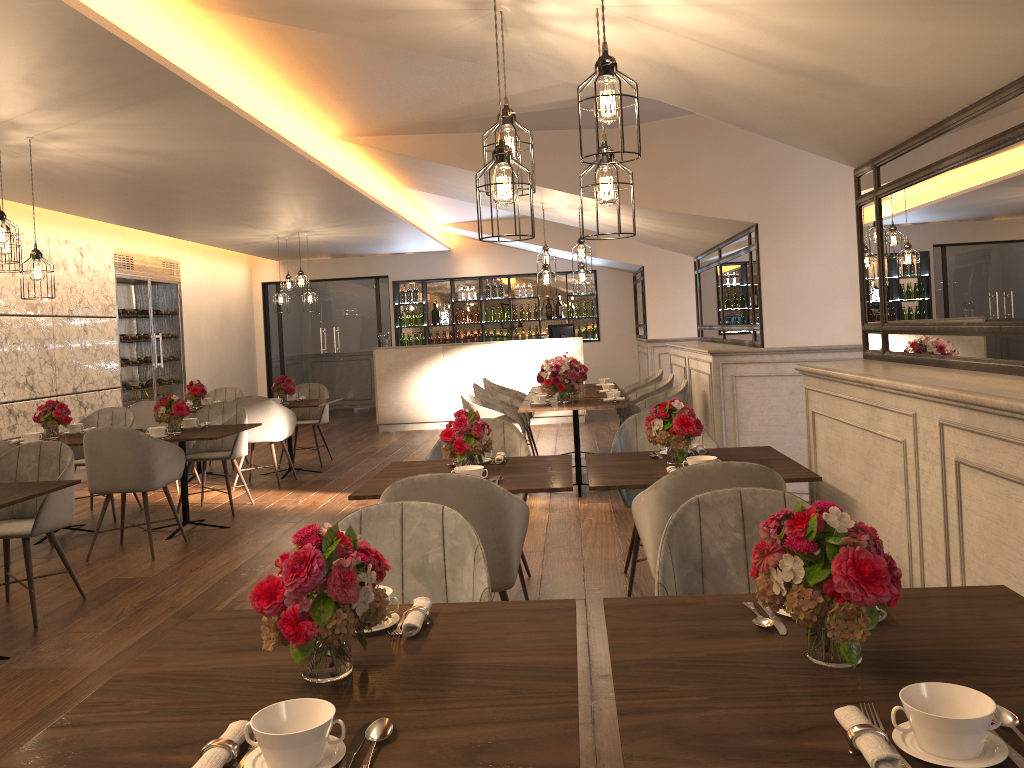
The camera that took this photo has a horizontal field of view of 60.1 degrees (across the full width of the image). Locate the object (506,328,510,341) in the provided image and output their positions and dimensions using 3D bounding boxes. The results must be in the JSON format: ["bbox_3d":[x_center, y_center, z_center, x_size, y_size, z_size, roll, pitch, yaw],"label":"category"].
[{"bbox_3d":[-0.064,-0.783,14.319,0.065,0.261,0.066,-3,0,-18],"label":"object"}]

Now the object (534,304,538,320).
[{"bbox_3d":[0.380,-1.167,14.288,0.065,0.261,0.066,-3,0,-18],"label":"object"}]

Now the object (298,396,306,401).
[{"bbox_3d":[-2.214,0.155,9.313,0.056,0.039,0.176,-3,3,4],"label":"object"}]

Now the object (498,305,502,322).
[{"bbox_3d":[-0.193,-1.141,14.325,0.065,0.263,0.066,-3,0,-18],"label":"object"}]

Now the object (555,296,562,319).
[{"bbox_3d":[0.748,-1.233,14.238,0.104,0.359,0.104,-3,0,31],"label":"object"}]

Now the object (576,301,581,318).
[{"bbox_3d":[1.069,-1.200,14.243,0.065,0.261,0.066,-3,0,-18],"label":"object"}]

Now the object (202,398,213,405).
[{"bbox_3d":[-3.244,0.187,9.379,0.148,0.072,0.148,-2,3,26],"label":"object"}]

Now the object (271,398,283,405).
[{"bbox_3d":[-2.332,0.181,8.710,0.148,0.072,0.148,-6,4,-44],"label":"object"}]

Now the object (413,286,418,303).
[{"bbox_3d":[-1.574,-1.467,14.380,0.075,0.310,0.075,-3,0,-39],"label":"object"}]

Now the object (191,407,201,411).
[{"bbox_3d":[-3.139,0.247,8.782,0.043,0.015,0.197,-3,4,8],"label":"object"}]

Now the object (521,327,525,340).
[{"bbox_3d":[0.179,-0.794,14.303,0.065,0.261,0.066,-3,0,-18],"label":"object"}]

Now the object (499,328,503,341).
[{"bbox_3d":[-0.175,-0.777,14.326,0.065,0.261,0.066,-3,0,-18],"label":"object"}]

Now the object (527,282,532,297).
[{"bbox_3d":[0.285,-1.518,14.261,0.070,0.235,0.041,-3,0,3],"label":"object"}]

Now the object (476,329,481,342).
[{"bbox_3d":[-0.545,-0.760,14.350,0.065,0.261,0.066,-3,0,-18],"label":"object"}]

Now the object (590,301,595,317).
[{"bbox_3d":[1.289,-1.211,14.229,0.065,0.261,0.066,-3,0,-18],"label":"object"}]

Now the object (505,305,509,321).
[{"bbox_3d":[-0.083,-1.146,14.318,0.065,0.263,0.066,-3,0,-18],"label":"object"}]

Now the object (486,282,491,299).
[{"bbox_3d":[-0.389,-1.524,14.303,0.075,0.310,0.075,-3,0,36],"label":"object"}]

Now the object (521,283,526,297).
[{"bbox_3d":[0.185,-1.514,14.267,0.070,0.235,0.041,-3,0,3],"label":"object"}]

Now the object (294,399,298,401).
[{"bbox_3d":[-2.249,0.164,9.306,0.025,0.024,0.193,-3,3,4],"label":"object"}]

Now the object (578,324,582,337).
[{"bbox_3d":[1.088,-0.838,14.244,0.065,0.261,0.066,-3,0,-18],"label":"object"}]

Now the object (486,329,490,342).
[{"bbox_3d":[-0.395,-0.767,14.340,0.065,0.261,0.066,-3,0,-18],"label":"object"}]

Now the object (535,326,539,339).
[{"bbox_3d":[0.399,-0.805,14.289,0.065,0.261,0.066,-3,0,-18],"label":"object"}]

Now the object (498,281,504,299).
[{"bbox_3d":[-0.181,-1.534,14.290,0.075,0.310,0.075,-3,0,15],"label":"object"}]

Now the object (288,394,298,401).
[{"bbox_3d":[-2.328,0.143,9.320,0.148,0.072,0.148,-2,3,26],"label":"object"}]

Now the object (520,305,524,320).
[{"bbox_3d":[0.160,-1.157,14.302,0.065,0.261,0.066,-3,0,-18],"label":"object"}]

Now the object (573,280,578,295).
[{"bbox_3d":[1.014,-1.554,14.214,0.070,0.235,0.041,-3,0,3],"label":"object"}]

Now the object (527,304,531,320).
[{"bbox_3d":[0.270,-1.162,14.295,0.065,0.261,0.066,-3,0,-18],"label":"object"}]

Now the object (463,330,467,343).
[{"bbox_3d":[-0.766,-0.749,14.364,0.065,0.261,0.066,-3,0,-18],"label":"object"}]

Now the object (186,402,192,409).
[{"bbox_3d":[-3.247,0.225,8.769,0.148,0.072,0.148,-6,4,-44],"label":"object"}]

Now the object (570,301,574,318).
[{"bbox_3d":[0.959,-1.196,14.250,0.065,0.263,0.066,-3,0,-18],"label":"object"}]

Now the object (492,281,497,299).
[{"bbox_3d":[-0.285,-1.529,14.297,0.075,0.310,0.075,-3,0,15],"label":"object"}]

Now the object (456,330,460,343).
[{"bbox_3d":[-0.876,-0.744,14.371,0.065,0.261,0.066,-3,0,-18],"label":"object"}]

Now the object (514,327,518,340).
[{"bbox_3d":[0.068,-0.789,14.310,0.065,0.261,0.066,-3,0,-18],"label":"object"}]

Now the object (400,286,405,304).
[{"bbox_3d":[-1.782,-1.457,14.393,0.075,0.310,0.075,-3,0,29],"label":"object"}]

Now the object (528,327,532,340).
[{"bbox_3d":[0.289,-0.800,14.296,0.065,0.261,0.066,-3,0,-18],"label":"object"}]

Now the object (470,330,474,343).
[{"bbox_3d":[-0.656,-0.754,14.357,0.065,0.261,0.066,-3,0,-18],"label":"object"}]

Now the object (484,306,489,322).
[{"bbox_3d":[-0.414,-1.129,14.339,0.065,0.261,0.066,-3,0,-18],"label":"object"}]

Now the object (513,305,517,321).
[{"bbox_3d":[0.050,-1.151,14.309,0.065,0.261,0.066,-3,0,-18],"label":"object"}]

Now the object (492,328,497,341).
[{"bbox_3d":[-0.285,-0.772,14.333,0.065,0.261,0.066,-3,0,-18],"label":"object"}]

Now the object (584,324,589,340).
[{"bbox_3d":[1.198,-0.843,14.237,0.065,0.261,0.066,-3,0,-18],"label":"object"}]

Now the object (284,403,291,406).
[{"bbox_3d":[-2.216,0.203,8.722,0.043,0.015,0.197,-3,3,0],"label":"object"}]

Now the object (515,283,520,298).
[{"bbox_3d":[0.084,-1.509,14.274,0.070,0.235,0.041,-3,0,3],"label":"object"}]

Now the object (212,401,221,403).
[{"bbox_3d":[-3.130,0.199,9.372,0.056,0.039,0.176,-3,3,4],"label":"object"}]

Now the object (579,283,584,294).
[{"bbox_3d":[1.114,-1.558,14.207,0.070,0.235,0.041,-3,0,3],"label":"object"}]

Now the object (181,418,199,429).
[{"bbox_3d":[-2.489,0.304,6.827,0.148,0.072,0.148,-6,4,-44],"label":"object"}]

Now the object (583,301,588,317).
[{"bbox_3d":[1.179,-1.206,14.236,0.065,0.261,0.066,-3,0,-18],"label":"object"}]

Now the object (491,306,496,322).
[{"bbox_3d":[-0.304,-1.135,14.332,0.065,0.263,0.066,-3,0,-18],"label":"object"}]

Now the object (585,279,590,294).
[{"bbox_3d":[1.214,-1.563,14.201,0.070,0.235,0.041,-3,0,3],"label":"object"}]

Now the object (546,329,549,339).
[{"bbox_3d":[0.586,-0.785,14.277,0.065,0.208,0.065,-3,1,-41],"label":"object"}]

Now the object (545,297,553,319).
[{"bbox_3d":[0.592,-1.224,14.252,0.104,0.359,0.103,-3,1,-34],"label":"object"}]

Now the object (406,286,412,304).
[{"bbox_3d":[-1.678,-1.462,14.387,0.075,0.310,0.075,-3,0,-43],"label":"object"}]
